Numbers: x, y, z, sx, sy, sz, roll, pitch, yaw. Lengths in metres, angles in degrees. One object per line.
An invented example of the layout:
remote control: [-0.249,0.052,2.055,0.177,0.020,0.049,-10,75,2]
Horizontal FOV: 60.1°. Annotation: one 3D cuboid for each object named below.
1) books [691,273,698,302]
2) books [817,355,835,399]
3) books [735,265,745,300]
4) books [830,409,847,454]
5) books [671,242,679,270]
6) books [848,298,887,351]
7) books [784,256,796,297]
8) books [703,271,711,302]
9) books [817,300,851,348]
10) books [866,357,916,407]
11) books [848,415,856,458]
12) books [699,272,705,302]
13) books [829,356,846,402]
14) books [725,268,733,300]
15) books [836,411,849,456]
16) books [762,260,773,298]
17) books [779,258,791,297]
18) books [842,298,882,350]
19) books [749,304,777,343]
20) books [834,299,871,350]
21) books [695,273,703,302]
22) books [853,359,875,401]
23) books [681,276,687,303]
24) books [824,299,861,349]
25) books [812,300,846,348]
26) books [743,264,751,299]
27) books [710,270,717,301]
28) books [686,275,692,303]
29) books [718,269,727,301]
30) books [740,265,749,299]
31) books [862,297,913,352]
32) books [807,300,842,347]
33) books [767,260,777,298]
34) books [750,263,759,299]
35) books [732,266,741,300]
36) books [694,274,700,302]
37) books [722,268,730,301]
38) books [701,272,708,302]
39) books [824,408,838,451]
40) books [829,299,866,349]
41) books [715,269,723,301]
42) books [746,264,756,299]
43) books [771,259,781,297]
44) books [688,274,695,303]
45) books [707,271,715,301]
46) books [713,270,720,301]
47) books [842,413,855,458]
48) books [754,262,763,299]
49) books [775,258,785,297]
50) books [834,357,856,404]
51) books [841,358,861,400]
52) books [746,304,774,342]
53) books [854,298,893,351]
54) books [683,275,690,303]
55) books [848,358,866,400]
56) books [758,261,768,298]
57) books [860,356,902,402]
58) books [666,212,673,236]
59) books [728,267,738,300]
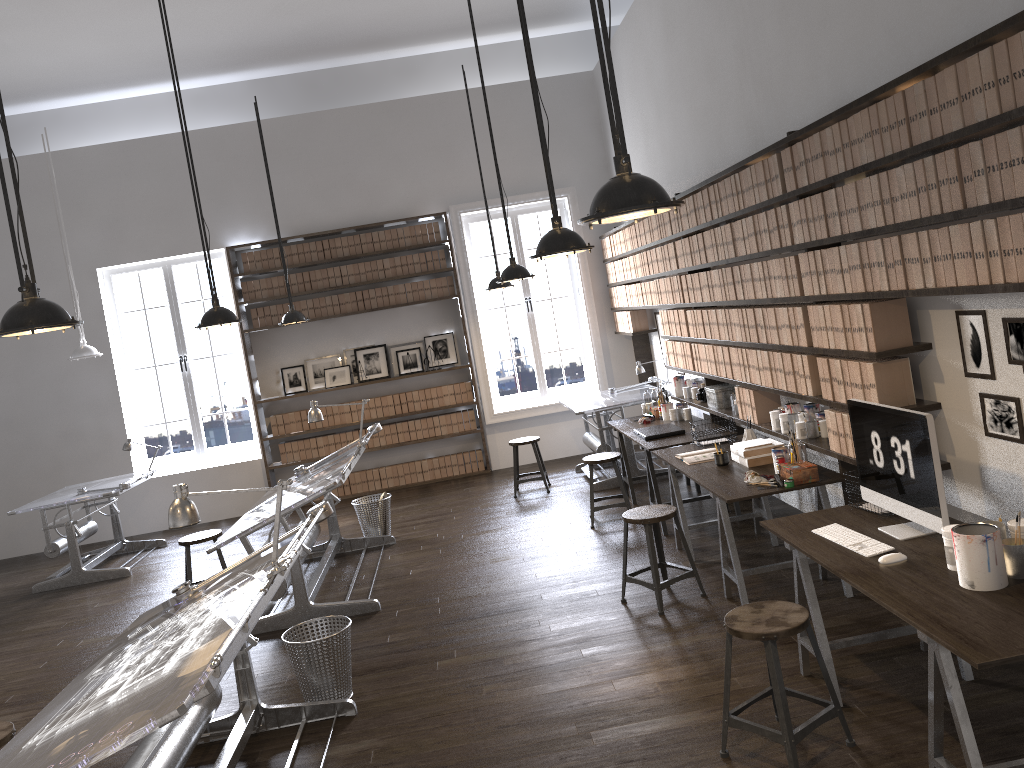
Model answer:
books: [1.461,-0.734,6.682,0.174,0.225,0.067,-10,2,-4]
books: [1.703,-0.042,4.625,0.174,0.225,0.067,-10,2,-4]
books: [1.532,-0.655,5.640,0.174,0.225,0.067,-10,2,-4]
books: [1.748,0.238,4.561,0.174,0.225,0.067,-10,2,-4]
books: [1.381,-1.034,7.078,0.174,0.225,0.067,-10,2,-4]
books: [1.691,-0.277,4.154,0.174,0.225,0.067,-10,2,-4]
books: [1.595,-0.594,4.820,0.174,0.225,0.067,-10,2,-4]
books: [1.481,-0.708,6.342,0.174,0.225,0.067,-10,2,-4]
books: [1.661,-0.302,4.493,0.174,0.225,0.067,-10,2,-4]
books: [1.741,0.001,4.068,0.174,0.225,0.067,-10,2,-4]
books: [1.770,0.252,4.361,0.174,0.225,0.067,-10,2,-4]
books: [1.474,-0.718,6.477,0.174,0.225,0.067,-10,2,-4]
books: [1.714,-0.030,4.477,0.174,0.225,0.067,-10,2,-4]
books: [1.521,-0.672,5.860,0.174,0.225,0.067,-10,2,-4]
books: [1.753,0.243,4.489,0.174,0.225,0.067,-10,2,-4]
books: [1.571,-0.620,5.160,0.174,0.225,0.067,-10,2,-4]
books: [1.586,-0.598,4.882,0.174,0.225,0.067,-10,2,-4]
books: [1.686,-0.283,4.225,0.174,0.225,0.067,-10,2,-4]
books: [1.588,-0.372,5.511,0.174,0.225,0.067,-10,2,-4]
books: [1.675,-0.287,4.292,0.174,0.225,0.067,-10,2,-4]
books: [1.465,-0.722,6.543,0.174,0.225,0.067,-10,2,-4]
books: [1.728,-0.008,4.197,0.174,0.225,0.067,-10,2,-4]
books: [1.440,-0.756,6.972,0.174,0.225,0.067,-10,2,-4]
books: [1.669,-0.297,4.421,0.174,0.225,0.067,-10,2,-4]
books: [1.660,-0.308,4.563,0.174,0.225,0.067,-10,2,-4]
books: [1.547,-0.645,5.499,0.174,0.225,0.067,-10,2,-4]
books: [1.497,-0.698,6.202,0.174,0.225,0.067,-10,2,-4]
books: [1.451,-0.744,6.823,0.174,0.225,0.067,-10,2,-4]
books: [1.505,-0.681,5.988,0.174,0.225,0.067,-10,2,-4]
books: [1.542,-0.651,5.570,0.174,0.225,0.067,-10,2,-4]
books: [1.702,-0.267,4.012,0.174,0.225,0.067,-10,2,-4]
books: [1.657,-0.313,4.633,0.174,0.225,0.067,-10,2,-4]
books: [1.578,-0.615,5.091,0.174,0.225,0.067,-10,2,-4]
books: [1.555,-0.635,5.365,0.174,0.225,0.067,-10,2,-4]
books: [1.532,-0.661,5.711,0.174,0.225,0.067,-10,2,-4]
books: [1.466,-0.729,6.611,0.174,0.225,0.067,-10,2,-4]
books: [1.514,-0.677,5.925,0.174,0.225,0.067,-10,2,-4]
books: [1.477,-0.713,6.414,0.174,0.225,0.067,-10,2,-4]
books: [1.746,0.232,4.633,0.174,0.225,0.067,-10,2,-4]
books: [1.675,-0.293,4.358,0.174,0.225,0.067,-10,2,-4]
books: [1.500,-0.686,6.060,0.174,0.225,0.067,-10,2,-4]
books: [1.546,-0.639,5.432,0.174,0.225,0.067,-10,2,-4]
books: [1.579,-0.609,5.021,0.174,0.225,0.067,-10,2,-4]
books: [1.451,-0.738,6.752,0.174,0.225,0.067,-10,2,-4]
books: [1.490,-0.703,6.272,0.174,0.225,0.067,-10,2,-4]
books: [1.498,-0.692,6.133,0.174,0.225,0.067,-10,2,-4]
books: [1.762,0.247,4.426,0.174,0.225,0.067,-10,2,-4]
books: [1.558,-0.630,5.302,0.174,0.225,0.067,-10,2,-4]
books: [1.581,-0.603,4.949,0.174,0.225,0.067,-10,2,-4]
books: [1.715,-0.024,4.406,0.174,0.225,0.067,-10,2,-4]
books: [1.724,-0.020,4.335,0.174,0.225,0.067,-10,2,-4]
books: [1.588,-0.378,5.585,0.174,0.225,0.067,-10,2,-4]
books: [1.692,-0.271,4.083,0.174,0.225,0.067,-10,2,-4]
books: [1.440,-0.749,6.898,0.174,0.225,0.067,-10,2,-4]
books: [1.729,-0.015,4.265,0.174,0.225,0.067,-10,2,-4]
books: [1.562,-0.625,5.230,0.174,0.225,0.067,-10,2,-4]
books: [1.738,-0.004,4.131,0.174,0.225,0.067,-10,2,-4]
books: [1.333,-1.306,7.061,0.174,0.225,0.067,-10,2,-4]
books: [1.521,-0.666,5.786,0.174,0.225,0.067,-10,2,-4]
